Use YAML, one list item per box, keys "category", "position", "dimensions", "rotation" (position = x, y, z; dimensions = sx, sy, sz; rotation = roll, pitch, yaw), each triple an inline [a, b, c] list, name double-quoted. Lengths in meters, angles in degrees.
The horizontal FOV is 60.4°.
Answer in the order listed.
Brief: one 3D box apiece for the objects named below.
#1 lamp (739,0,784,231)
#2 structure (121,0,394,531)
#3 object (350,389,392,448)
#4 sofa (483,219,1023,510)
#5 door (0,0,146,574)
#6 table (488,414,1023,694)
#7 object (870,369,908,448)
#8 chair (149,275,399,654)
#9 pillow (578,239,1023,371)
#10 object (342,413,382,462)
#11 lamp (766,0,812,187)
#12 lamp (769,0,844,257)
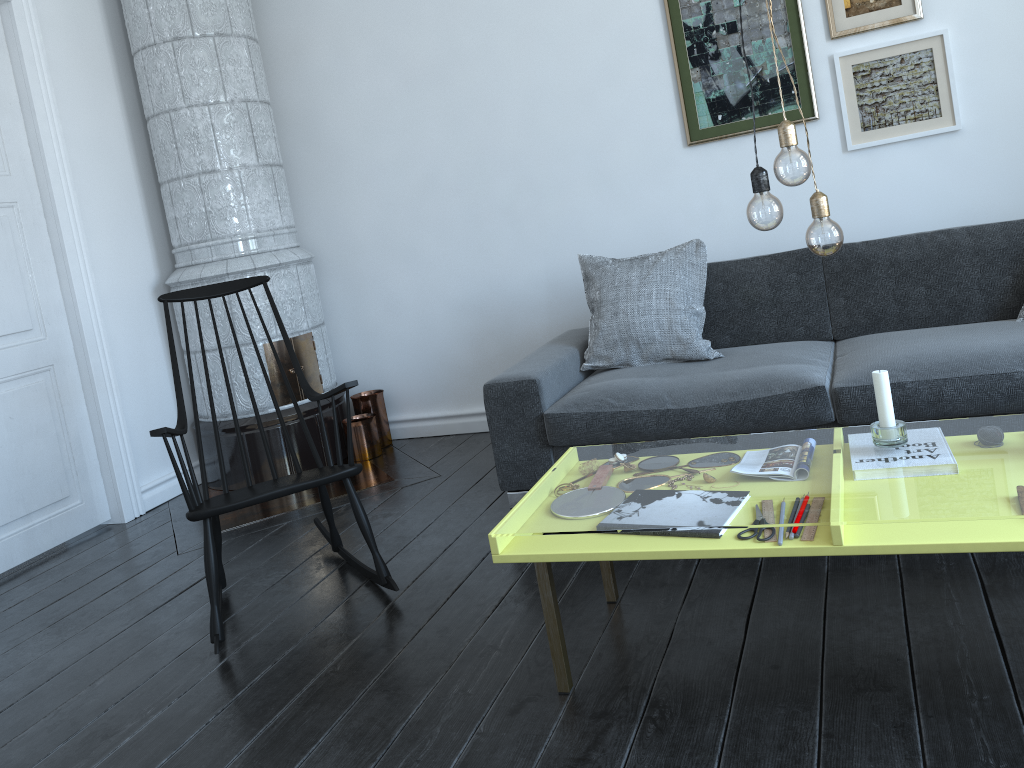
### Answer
- category: "lamp"
  position: [0.401, -1.046, 1.775]
  dimensions: [0.075, 1.483, 0.086]
  rotation: [-12, 4, -16]
- category: "structure"
  position: [-1.349, -0.962, 4.215]
  dimensions: [0.785, 2.863, 1.271]
  rotation: [-12, 6, -22]
- category: "object"
  position: [-0.725, 0.187, 4.560]
  dimensions: [0.172, 0.278, 0.179]
  rotation: [-8, 7, 22]
- category: "sofa"
  position: [1.168, -0.120, 3.196]
  dimensions: [2.359, 0.716, 1.105]
  rotation: [-6, 10, 22]
- category: "door"
  position: [-2.179, -0.456, 3.479]
  dimensions: [0.115, 2.451, 1.189]
  rotation: [-9, 6, 23]
- category: "table"
  position: [0.733, 0.374, 1.906]
  dimensions: [1.393, 0.395, 0.612]
  rotation: [-6, 10, 22]
- category: "object"
  position: [0.836, 0.051, 1.974]
  dimensions: [0.075, 0.172, 0.074]
  rotation: [-14, 6, -32]
- category: "chair"
  position: [-0.829, 0.168, 2.855]
  dimensions: [0.618, 0.995, 0.908]
  rotation: [-13, 8, -22]
- category: "pillow"
  position: [1.224, -0.382, 3.253]
  dimensions: [2.043, 0.487, 0.487]
  rotation: [-5, 9, 26]
- category: "object"
  position: [-0.743, 0.267, 4.382]
  dimensions: [0.173, 0.197, 0.174]
  rotation: [-9, 7, 12]
- category: "lamp"
  position: [0.442, -1.129, 1.735]
  dimensions: [0.075, 1.483, 0.074]
  rotation: [-12, 5, -21]
- category: "lamp"
  position: [0.511, -0.988, 1.755]
  dimensions: [0.090, 1.483, 0.074]
  rotation: [-14, 6, -43]
